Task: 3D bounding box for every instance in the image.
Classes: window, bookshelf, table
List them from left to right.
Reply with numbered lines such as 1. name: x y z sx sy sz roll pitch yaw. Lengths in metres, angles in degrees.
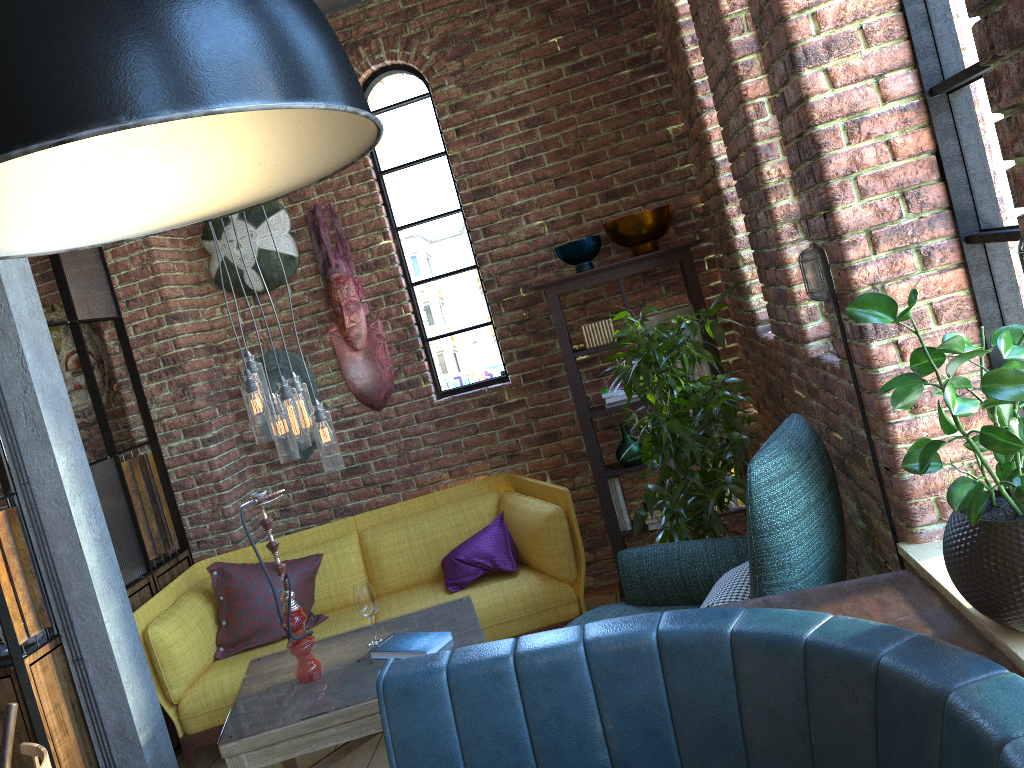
1. table: -2.050 1.482 4.233 0.762 0.725 0.741 -15 4 10
2. table: -0.498 1.261 3.258 0.930 0.507 0.757 -16 5 -5
3. window: -0.024 -0.574 2.088 3.332 2.422 8.828 -18 6 -25
4. bookshelf: 0.708 0.222 4.257 0.830 1.664 0.312 -15 3 11

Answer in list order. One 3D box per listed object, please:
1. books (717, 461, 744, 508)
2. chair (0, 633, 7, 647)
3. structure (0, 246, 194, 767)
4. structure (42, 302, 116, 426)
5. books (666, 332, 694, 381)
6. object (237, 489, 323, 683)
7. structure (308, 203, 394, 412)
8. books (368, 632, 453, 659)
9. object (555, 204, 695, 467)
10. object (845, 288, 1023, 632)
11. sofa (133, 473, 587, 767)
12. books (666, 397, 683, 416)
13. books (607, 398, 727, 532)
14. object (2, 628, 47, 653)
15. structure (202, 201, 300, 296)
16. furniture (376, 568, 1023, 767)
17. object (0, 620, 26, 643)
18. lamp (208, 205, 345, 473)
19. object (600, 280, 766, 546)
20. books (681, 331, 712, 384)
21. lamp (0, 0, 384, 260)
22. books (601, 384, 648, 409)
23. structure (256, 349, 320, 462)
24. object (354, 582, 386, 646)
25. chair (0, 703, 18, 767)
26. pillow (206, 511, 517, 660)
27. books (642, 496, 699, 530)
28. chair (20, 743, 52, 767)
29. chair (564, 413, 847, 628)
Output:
1. books: 1.032 0.444 4.229 0.086 0.272 0.187 -15 4 8
2. chair: -2.075 1.406 3.659 0.534 1.003 0.453 -16 3 -3
3. structure: -4.280 1.031 1.501 5.986 3.316 5.914 -16 5 -6
4. structure: -2.552 -0.105 5.017 0.599 0.725 0.125 -15 3 11
5. books: 0.779 -0.104 4.230 0.126 0.257 0.161 -15 4 9
6. object: -0.821 0.734 3.144 0.169 0.702 0.260 -15 3 0
7. structure: -0.862 -0.398 4.705 0.218 1.143 0.236 -17 3 -35
8. books: -0.370 0.952 3.213 0.284 0.028 0.155 -12 7 34
9. object: 0.685 0.080 4.234 0.615 1.757 0.325 -15 3 5
10. object: 0.892 0.112 1.580 0.401 0.661 0.493 -13 4 33
11. sofa: -0.664 1.076 4.233 1.982 0.761 0.797 -16 4 -4
12. books: 0.813 0.190 4.242 0.087 0.272 0.170 -15 4 8
13. books: 0.744 0.364 4.271 0.596 0.573 0.188 -15 3 10
14. object: -2.116 1.122 3.978 0.331 0.051 0.265 -14 6 14
15. structure: -1.411 -0.737 4.724 0.540 0.519 0.145 -15 3 12
16. furniture: 0.281 1.114 0.940 1.386 0.819 2.581 -15 5 9
17. object: -2.375 1.168 4.229 0.275 0.051 0.319 -14 6 13
18. lamp: -1.150 -0.648 3.250 0.523 2.114 0.278 -13 3 35
19. object: 0.715 0.381 3.405 0.715 1.524 0.874 -16 3 -12
20. books: 0.877 -0.128 4.199 0.081 0.257 0.175 -15 4 8
21. lamp: -0.567 -0.842 0.925 0.548 1.323 0.511 -14 3 27
22. books: 0.571 0.042 4.266 0.273 0.080 0.176 -15 5 11
23. structure: -1.222 0.121 4.773 0.374 0.638 0.102 -15 3 13
24. object: -0.545 0.880 3.376 0.087 0.228 0.095 -18 4 -42
25. chair: -1.493 1.415 2.339 0.408 0.913 0.519 -15 3 4
26. pillow: -0.728 0.883 4.262 1.495 0.452 0.401 -16 4 0
27. books: 0.791 0.603 4.261 0.309 0.087 0.241 -14 5 12
28. chair: -1.005 1.300 1.759 0.440 1.003 0.550 -16 3 -19
29. chair: 0.519 0.729 2.694 1.073 1.095 0.778 -13 5 34
